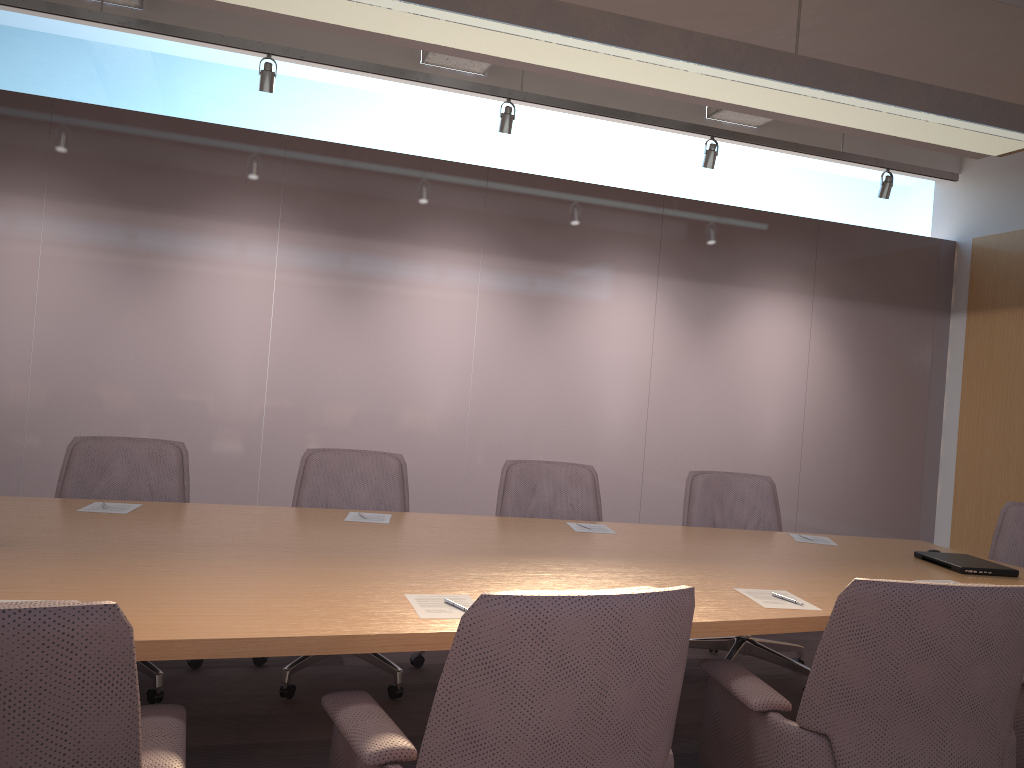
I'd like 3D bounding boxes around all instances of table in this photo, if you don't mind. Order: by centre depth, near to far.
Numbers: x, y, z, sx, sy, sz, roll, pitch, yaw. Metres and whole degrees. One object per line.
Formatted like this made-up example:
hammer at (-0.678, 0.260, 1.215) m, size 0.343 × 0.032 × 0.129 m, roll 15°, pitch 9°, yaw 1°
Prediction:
table at (-1.792, 0.792, 2.344) m, size 8.000 × 0.748 × 1.885 m, roll 5°, pitch 0°, yaw -18°

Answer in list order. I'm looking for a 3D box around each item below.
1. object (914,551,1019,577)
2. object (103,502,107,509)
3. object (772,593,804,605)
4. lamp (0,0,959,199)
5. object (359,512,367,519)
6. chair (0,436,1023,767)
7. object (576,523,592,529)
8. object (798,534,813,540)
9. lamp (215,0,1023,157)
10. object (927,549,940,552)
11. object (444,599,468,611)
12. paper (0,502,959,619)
object at (1.730, 0.687, 3.395) m, size 0.231 × 0.026 × 0.325 m, roll 5°, pitch 0°, yaw -6°
object at (-1.485, 0.442, 3.232) m, size 0.009 × 0.009 × 0.125 m, roll 5°, pitch -1°, yaw -28°
object at (0.787, 0.613, 2.527) m, size 0.009 × 0.009 × 0.125 m, roll 5°, pitch 0°, yaw -26°
lamp at (-1.264, -2.400, 2.404) m, size 12.467 × 1.321 × 5.699 m, roll 5°, pitch 0°, yaw -18°
object at (-0.586, 0.514, 3.474) m, size 0.009 × 0.009 × 0.125 m, roll 5°, pitch 0°, yaw -23°
chair at (-1.887, 0.683, 2.320) m, size 9.673 × 0.948 × 3.001 m, roll 5°, pitch 0°, yaw -17°
object at (0.295, 0.584, 3.654) m, size 0.009 × 0.009 × 0.125 m, roll 5°, pitch 0°, yaw -25°
object at (1.269, 0.661, 3.835) m, size 0.009 × 0.009 × 0.125 m, roll 5°, pitch 0°, yaw -10°
lamp at (-1.199, -2.123, 2.472) m, size 6.974 × 1.864 × 0.200 m, roll 5°, pitch 0°, yaw -18°
object at (1.737, 0.692, 3.656) m, size 0.070 × 0.019 × 0.039 m, roll 5°, pitch 0°, yaw -24°
object at (-0.130, 0.539, 2.152) m, size 0.009 × 0.009 × 0.125 m, roll 5°, pitch -1°, yaw -35°
paper at (-1.678, 0.425, 2.381) m, size 6.800 × 0.001 × 1.713 m, roll 5°, pitch 0°, yaw -18°
